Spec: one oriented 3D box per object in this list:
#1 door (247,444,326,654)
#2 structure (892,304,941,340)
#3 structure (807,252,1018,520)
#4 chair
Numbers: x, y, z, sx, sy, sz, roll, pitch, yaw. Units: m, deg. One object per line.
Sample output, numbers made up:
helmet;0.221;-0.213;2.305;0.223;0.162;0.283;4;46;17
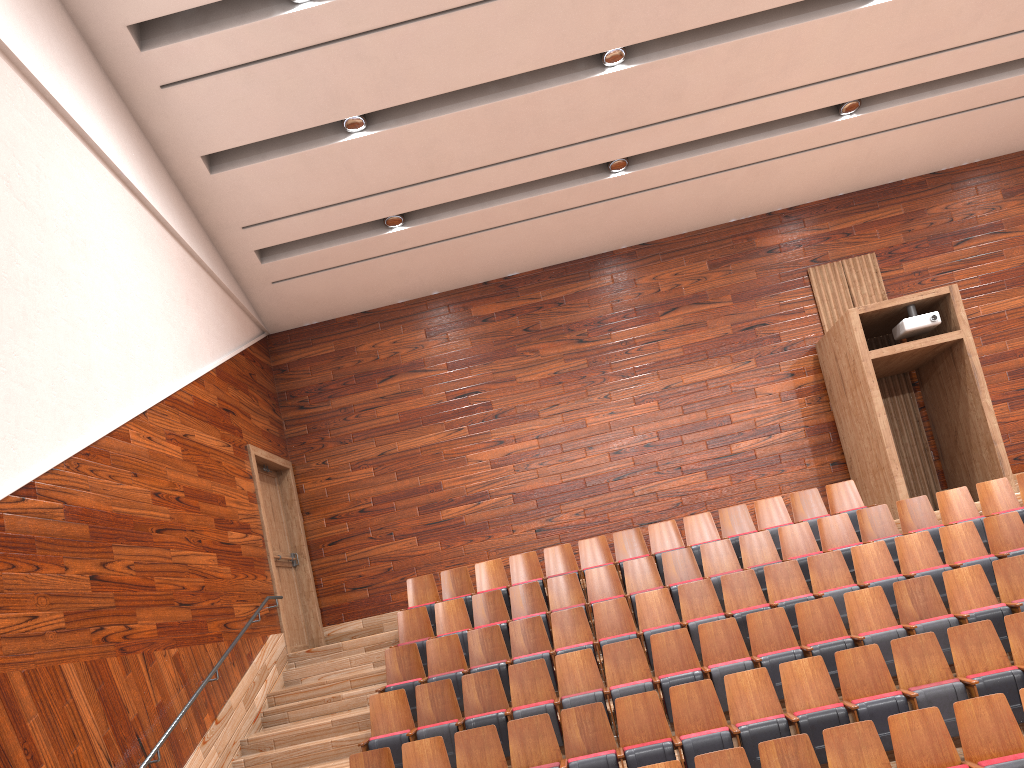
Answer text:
door;-0.274;0.200;1.039;0.024;0.235;0.142;-13;-9;2
structure;0.435;-0.071;0.949;0.038;0.031;0.042;-13;-11;3
structure;0.437;-0.013;1.001;0.117;0.323;0.146;-13;-8;3
chair;0.462;0.167;0.518;1.185;0.365;0.786;-13;-13;3
